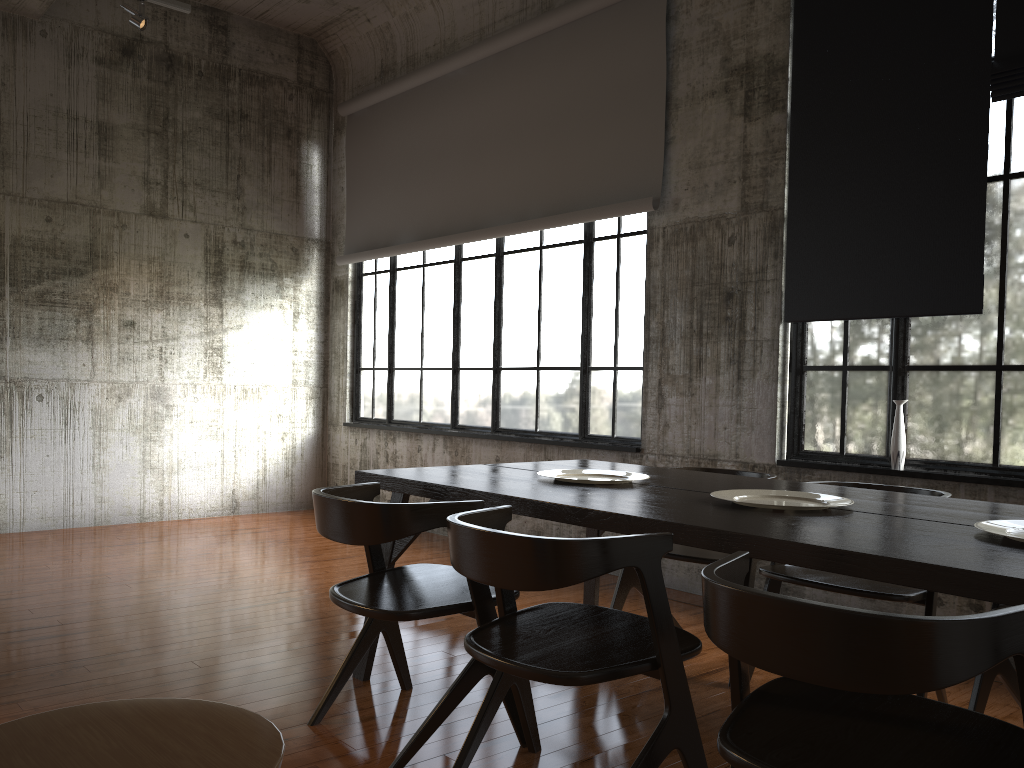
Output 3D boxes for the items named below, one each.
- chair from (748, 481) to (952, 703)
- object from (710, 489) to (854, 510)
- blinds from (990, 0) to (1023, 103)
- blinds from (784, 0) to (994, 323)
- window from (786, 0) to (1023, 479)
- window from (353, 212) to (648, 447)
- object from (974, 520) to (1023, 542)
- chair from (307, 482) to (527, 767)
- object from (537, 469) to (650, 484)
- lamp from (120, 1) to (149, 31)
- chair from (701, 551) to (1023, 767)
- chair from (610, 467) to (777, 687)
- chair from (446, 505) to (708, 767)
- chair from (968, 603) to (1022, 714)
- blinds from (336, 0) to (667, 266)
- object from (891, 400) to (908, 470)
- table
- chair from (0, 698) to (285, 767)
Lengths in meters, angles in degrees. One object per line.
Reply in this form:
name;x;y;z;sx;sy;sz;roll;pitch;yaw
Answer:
chair;1.606;0.988;4.116;0.769;0.994;0.877;1;1;-41
object;1.031;0.447;3.402;0.527;0.024;0.526;2;0;-31
blinds;3.010;-2.209;4.288;0.052;1.399;1.254;0;1;-41
blinds;2.191;-1.655;5.254;0.034;2.536;1.214;0;2;-41
window;3.084;-1.157;4.351;0.050;3.438;3.809;0;1;-41
window;-0.324;-1.217;8.241;0.050;3.438;4.302;0;1;-41
object;1.682;0.459;2.659;0.527;0.024;0.526;2;0;-31
chair;-0.416;0.937;3.646;0.769;0.994;0.877;1;1;-41
object;0.380;0.436;4.146;0.527;0.024;0.526;2;0;-31
lamp;-2.829;-2.778;6.695;0.226;0.215;0.102;1;1;0
chair;0.843;0.959;2.145;0.769;0.994;0.878;1;1;-45
chair;1.012;0.978;4.793;0.769;0.994;0.877;1;1;-42
chair;0.177;0.947;2.969;0.769;0.994;0.877;1;1;-42
chair;2.282;1.001;3.357;0.769;0.994;0.877;1;1;-41
blinds;-0.403;-2.162;8.047;0.137;1.777;4.463;0;1;-41
object;2.255;0.296;5.168;0.082;0.411;0.082;2;1;9
table;1.045;0.964;3.472;1.639;1.007;3.700;1;0;-41
chair;-0.493;0.925;1.068;0.411;0.963;0.409;2;1;28
